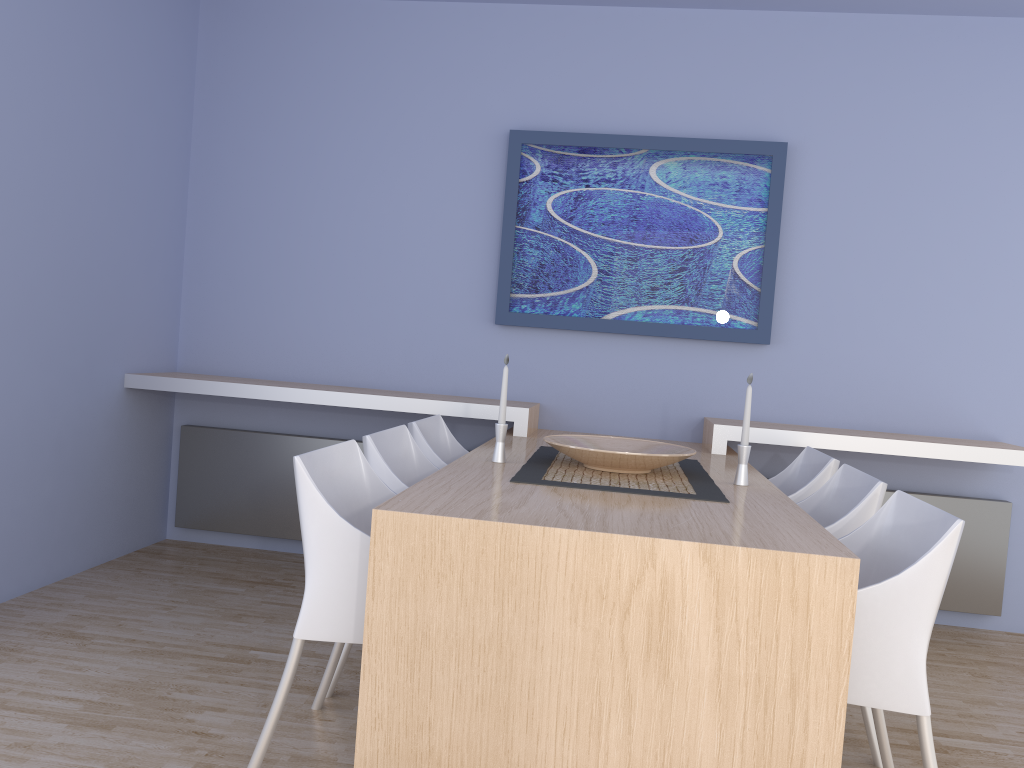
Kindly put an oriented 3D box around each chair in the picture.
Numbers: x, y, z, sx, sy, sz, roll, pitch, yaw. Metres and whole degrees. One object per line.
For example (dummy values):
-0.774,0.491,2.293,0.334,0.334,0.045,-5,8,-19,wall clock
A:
-0.194,0.539,3.430,0.486,0.793,0.510,5,2,7,chair
0.791,0.664,2.146,0.486,0.793,0.510,5,2,7,chair
-0.343,0.571,2.292,0.486,0.793,0.510,5,2,7,chair
0.868,0.648,2.736,0.486,0.793,0.510,5,2,8,chair
0.944,0.632,3.319,0.486,0.793,0.510,5,2,7,chair
-0.269,0.555,2.861,0.486,0.793,0.510,5,2,7,chair

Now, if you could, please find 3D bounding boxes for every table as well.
0.322,0.633,3.001,1.002,0.718,2.340,5,2,7,table

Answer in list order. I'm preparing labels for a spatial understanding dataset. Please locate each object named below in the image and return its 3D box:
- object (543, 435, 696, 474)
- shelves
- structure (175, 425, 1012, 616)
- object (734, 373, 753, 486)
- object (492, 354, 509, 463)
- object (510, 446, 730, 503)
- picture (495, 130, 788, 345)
0.345,0.234,2.881,0.493,0.081,0.493,5,2,26,object
0.179,0.524,3.965,3.901,0.840,0.463,5,2,7,shelves
0.262,0.609,4.139,3.843,0.503,0.064,5,2,7,structure
0.722,0.138,2.737,0.045,0.349,0.045,5,2,7,object
-0.029,0.076,2.834,0.045,0.349,0.045,3,3,-41,object
0.344,0.277,2.880,0.594,0.005,0.986,5,2,7,object
0.577,-0.677,4.063,1.252,0.901,0.049,5,2,7,picture
